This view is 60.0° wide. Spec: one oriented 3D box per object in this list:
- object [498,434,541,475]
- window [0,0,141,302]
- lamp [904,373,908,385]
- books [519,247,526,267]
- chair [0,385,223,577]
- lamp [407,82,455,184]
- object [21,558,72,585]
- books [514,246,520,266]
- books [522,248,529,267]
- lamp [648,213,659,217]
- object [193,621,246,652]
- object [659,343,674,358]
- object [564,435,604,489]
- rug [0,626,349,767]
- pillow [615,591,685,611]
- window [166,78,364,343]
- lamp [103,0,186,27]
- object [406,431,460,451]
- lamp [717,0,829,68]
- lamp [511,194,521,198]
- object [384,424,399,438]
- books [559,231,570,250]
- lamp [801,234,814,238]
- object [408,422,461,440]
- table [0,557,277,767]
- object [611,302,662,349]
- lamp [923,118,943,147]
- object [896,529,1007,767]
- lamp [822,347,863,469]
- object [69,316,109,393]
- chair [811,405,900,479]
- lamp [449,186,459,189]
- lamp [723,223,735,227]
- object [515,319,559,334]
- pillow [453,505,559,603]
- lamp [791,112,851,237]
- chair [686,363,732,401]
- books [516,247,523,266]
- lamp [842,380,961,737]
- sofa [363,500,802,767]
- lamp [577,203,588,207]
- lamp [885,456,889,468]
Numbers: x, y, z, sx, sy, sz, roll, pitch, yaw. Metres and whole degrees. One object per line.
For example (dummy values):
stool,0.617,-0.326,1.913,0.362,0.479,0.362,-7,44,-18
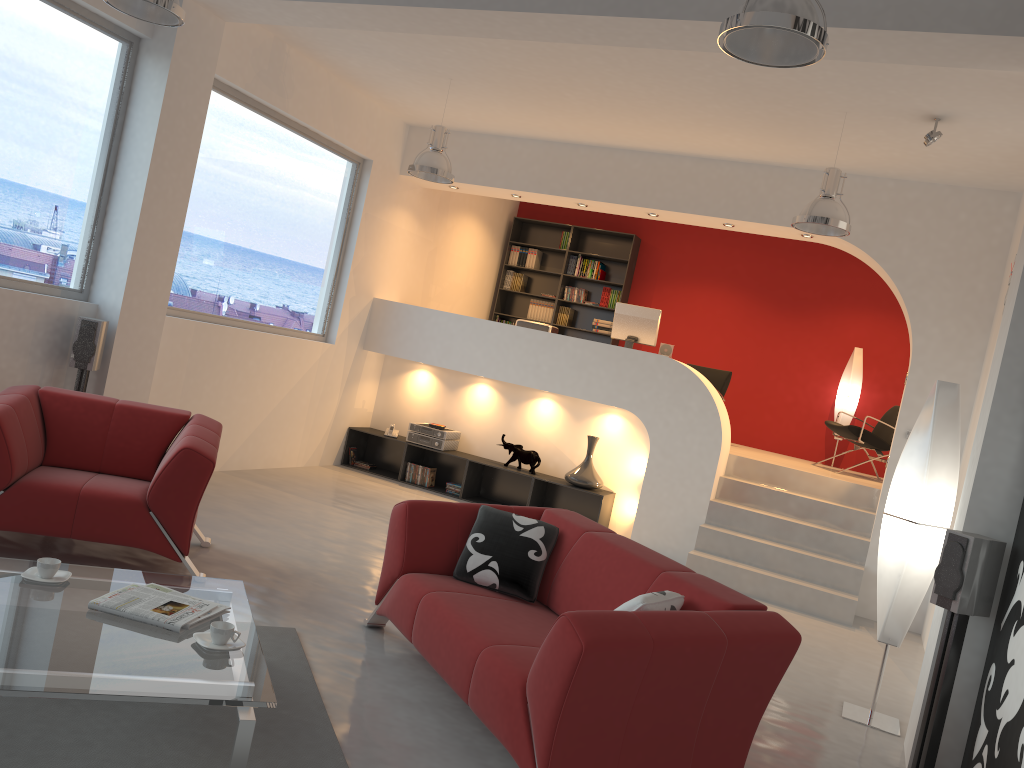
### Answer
object,0.073,0.675,8.556,0.507,0.296,0.191,13,2,38
window,-3.169,-1.508,4.863,0.100,1.800,2.400,13,2,23
lamp,3.238,-0.044,7.284,0.011,0.105,0.105,13,2,23
books,0.172,-1.621,11.481,0.040,0.260,0.200,13,2,23
chair,-2.178,0.484,4.628,1.288,0.738,0.951,12,2,-17
lamp,-0.567,-2.040,7.066,0.379,0.800,0.379,12,2,-6
object,-1.682,0.675,3.213,0.153,0.069,0.153,12,2,-11
books,0.099,-1.638,11.512,0.040,0.260,0.200,13,2,23
books,0.209,-1.613,11.465,0.040,0.260,0.200,13,2,23
lamp,1.301,-1.557,8.171,0.105,0.011,0.105,12,2,11
object,-0.970,0.836,2.951,0.153,0.069,0.153,11,2,-41
object,1.478,-0.310,8.517,0.133,0.147,0.151,12,2,6
object,0.709,0.725,8.265,0.369,0.481,0.369,12,2,-12
rug,-1.451,1.062,2.954,1.700,0.025,1.700,11,2,-22
pillow,0.417,0.903,3.235,0.288,0.343,0.402,13,2,30
window,-2.105,-1.354,7.448,0.100,1.800,2.400,13,2,23
lamp,-1.706,-2.204,4.296,0.379,0.800,0.379,11,2,-39
object,-0.799,0.567,8.891,0.430,0.100,0.365,13,2,23
lamp,1.004,-1.587,3.144,0.379,0.800,0.379,13,2,15
lamp,0.040,-1.844,8.707,0.105,0.011,0.105,12,2,11
object,-1.210,0.468,8.981,0.130,0.117,0.146,12,2,-2
books,0.712,-1.797,11.282,0.146,0.240,0.170,13,2,23
lamp,2.545,-1.273,7.642,0.105,0.011,0.105,12,2,11
object,-0.775,0.472,8.896,0.430,0.077,0.349,13,2,23
table,-1.432,0.918,2.945,1.097,0.286,1.162,11,2,-22
object,1.195,-0.529,8.593,0.458,0.452,0.230,13,2,23
lamp,2.705,-1.609,5.682,0.118,0.176,0.112,11,2,-25
object,1.850,1.185,3.770,0.229,1.112,0.214,11,2,-22
lamp,3.698,0.262,9.837,0.237,1.349,0.237,13,2,31
object,-2.815,0.123,5.744,0.214,1.112,0.229,12,2,-12
chair,3.613,0.550,9.007,0.768,0.795,0.664,12,2,-2
lamp,-0.591,-1.987,8.975,0.105,0.011,0.105,13,2,26
lamp,1.931,-1.413,7.903,0.105,0.011,0.105,12,2,11
object,0.281,-0.509,9.054,0.397,0.217,0.458,13,2,23
pillow,-0.023,0.782,4.122,0.402,0.343,0.288,13,2,15
lamp,2.144,-1.422,5.914,0.379,0.800,0.379,12,2,-6
chair,1.888,0.159,9.677,0.664,0.795,0.768,14,2,42
books,0.136,-1.629,11.496,0.040,0.260,0.200,13,2,23
lamp,2.041,0.862,4.559,0.313,1.779,0.313,13,2,31
sofa,0.149,1.013,3.696,0.951,0.738,1.929,11,2,-27
lamp,0.670,-1.700,8.439,0.105,0.011,0.105,12,2,11
lamp,3.091,0.639,7.304,0.011,0.105,0.105,13,2,23
